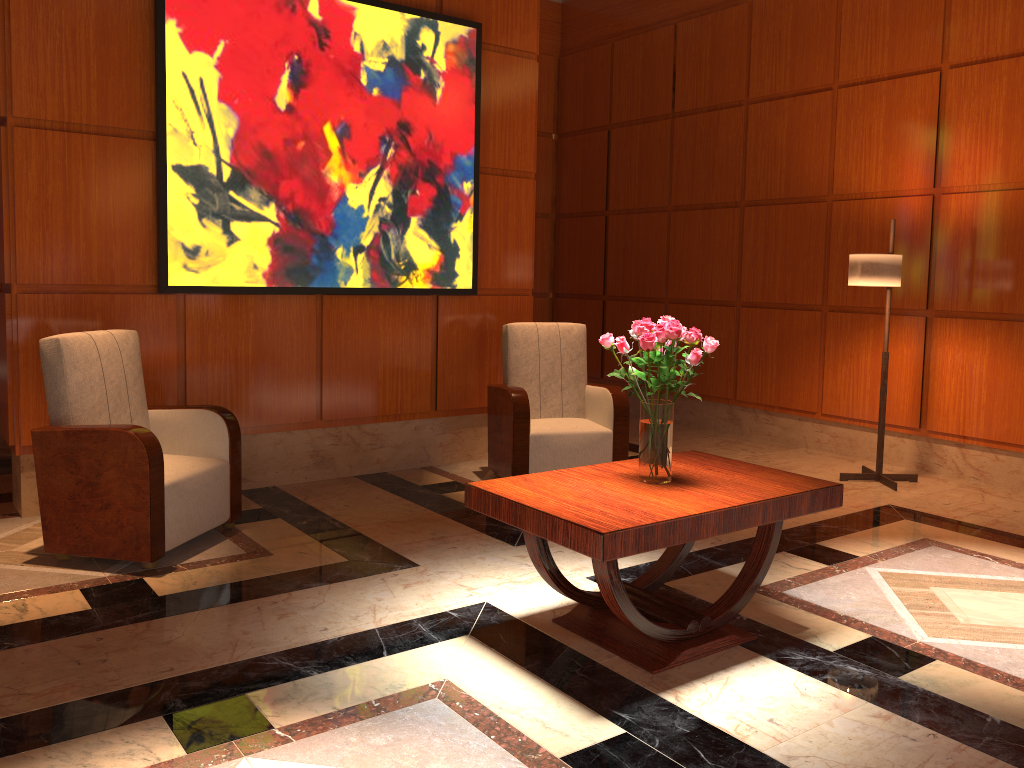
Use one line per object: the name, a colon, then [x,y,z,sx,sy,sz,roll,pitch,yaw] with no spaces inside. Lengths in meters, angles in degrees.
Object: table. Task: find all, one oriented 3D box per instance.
table: [0.512,0.619,3.173,1.169,0.532,0.727,-4,8,-36]

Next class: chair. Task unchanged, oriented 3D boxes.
chair: [-1.697,0.245,4.049,0.629,0.957,0.740,2,6,13]
chair: [0.269,0.111,5.482,0.738,0.957,0.631,-1,6,-17]

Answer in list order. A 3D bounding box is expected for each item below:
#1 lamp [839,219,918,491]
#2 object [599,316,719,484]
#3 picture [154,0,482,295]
lamp: [2.296,-0.194,5.522,0.360,1.655,0.527,6,7,44]
object: [0.518,0.053,3.160,0.350,0.594,0.328,0,5,-16]
picture: [-1.032,-1.395,5.176,1.998,1.730,0.057,-3,6,-36]
